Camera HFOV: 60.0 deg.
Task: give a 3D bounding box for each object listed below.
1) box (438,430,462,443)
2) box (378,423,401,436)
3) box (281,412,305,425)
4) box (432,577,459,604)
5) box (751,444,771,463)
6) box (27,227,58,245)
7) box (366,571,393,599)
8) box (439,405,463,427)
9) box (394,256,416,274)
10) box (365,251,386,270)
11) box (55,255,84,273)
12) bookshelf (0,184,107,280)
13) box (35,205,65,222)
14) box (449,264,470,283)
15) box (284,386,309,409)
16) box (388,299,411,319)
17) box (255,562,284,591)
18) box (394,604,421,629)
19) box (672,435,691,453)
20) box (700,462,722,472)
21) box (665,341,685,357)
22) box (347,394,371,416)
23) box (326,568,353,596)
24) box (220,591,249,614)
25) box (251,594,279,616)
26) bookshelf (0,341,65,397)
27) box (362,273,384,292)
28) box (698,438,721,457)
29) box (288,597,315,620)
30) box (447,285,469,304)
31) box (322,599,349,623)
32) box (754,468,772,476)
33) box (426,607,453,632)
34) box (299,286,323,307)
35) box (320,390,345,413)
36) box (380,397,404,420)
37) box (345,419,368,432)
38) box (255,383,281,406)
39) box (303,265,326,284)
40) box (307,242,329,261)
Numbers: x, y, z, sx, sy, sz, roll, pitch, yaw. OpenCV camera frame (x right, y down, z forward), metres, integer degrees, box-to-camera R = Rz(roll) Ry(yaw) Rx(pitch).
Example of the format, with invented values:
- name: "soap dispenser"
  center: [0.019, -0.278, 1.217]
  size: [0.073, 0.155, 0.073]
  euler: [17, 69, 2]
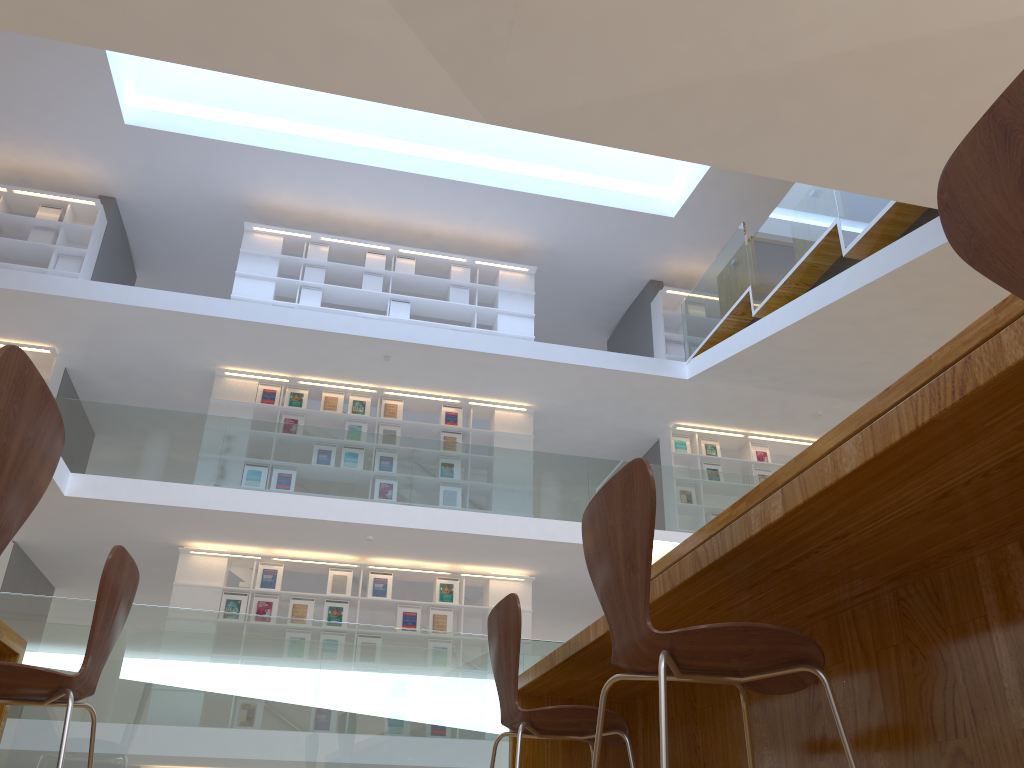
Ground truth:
- name: "box"
  center: [-0.719, 0.713, 10.280]
  size: [0.245, 0.296, 0.274]
  euler: [7, -28, -11]
- name: "box"
  center: [-1.410, 0.625, 10.143]
  size: [0.245, 0.296, 0.274]
  euler: [7, -28, -11]
- name: "box"
  center: [-2.465, 0.497, 9.944]
  size: [0.245, 0.296, 0.274]
  euler: [7, -28, -11]
- name: "box"
  center: [-0.705, 2.236, 9.486]
  size: [0.245, 0.296, 0.274]
  euler: [7, -28, -11]
- name: "box"
  center: [3.120, 0.936, 11.252]
  size: [0.245, 0.296, 0.274]
  euler: [7, -28, -11]
- name: "box"
  center: [-5.471, -1.647, 10.327]
  size: [0.245, 0.296, 0.274]
  euler: [7, -28, -11]
- name: "box"
  center: [-1.397, 2.148, 9.348]
  size: [0.245, 0.296, 0.274]
  euler: [7, -28, -11]
- name: "box"
  center: [-0.720, 0.421, 10.433]
  size: [0.245, 0.296, 0.274]
  euler: [7, -28, -11]
- name: "box"
  center: [-1.363, -1.446, 11.240]
  size: [0.245, 0.296, 0.274]
  euler: [7, -28, -11]
- name: "box"
  center: [-1.726, -1.492, 11.168]
  size: [0.245, 0.296, 0.274]
  euler: [7, -28, -11]
- name: "box"
  center: [-5.111, -1.310, 10.246]
  size: [0.245, 0.296, 0.274]
  euler: [7, -28, -11]
- name: "bookshelf"
  center: [-6.361, -1.488, 9.928]
  size: [2.984, 1.836, 0.498]
  euler: [7, -28, -11]
- name: "box"
  center: [-5.463, -1.936, 10.481]
  size: [0.245, 0.296, 0.274]
  euler: [7, -28, -11]
- name: "box"
  center: [-0.673, -1.355, 11.376]
  size: [0.245, 0.296, 0.274]
  euler: [7, -28, -11]
- name: "box"
  center: [-2.456, 0.201, 10.087]
  size: [0.245, 0.296, 0.274]
  euler: [7, -28, -11]
- name: "box"
  center: [-1.390, -0.867, 10.929]
  size: [0.245, 0.296, 0.274]
  euler: [7, -28, -11]
- name: "box"
  center: [-2.495, 2.009, 9.130]
  size: [0.245, 0.296, 0.274]
  euler: [7, -28, -11]
- name: "box"
  center: [-1.089, 2.477, 9.258]
  size: [0.245, 0.296, 0.274]
  euler: [7, -28, -11]
- name: "box"
  center: [2.072, 0.806, 11.045]
  size: [0.245, 0.296, 0.274]
  euler: [7, -28, -11]
- name: "box"
  center: [2.454, 1.144, 10.969]
  size: [0.245, 0.296, 0.274]
  euler: [7, -28, -11]
- name: "box"
  center: [2.121, -0.392, 11.685]
  size: [0.245, 0.296, 0.274]
  euler: [7, -28, -11]
- name: "box"
  center: [-1.764, 0.289, 10.225]
  size: [0.245, 0.296, 0.274]
  euler: [7, -28, -11]
- name: "box"
  center: [-1.803, 2.097, 9.267]
  size: [0.245, 0.296, 0.274]
  euler: [7, -28, -11]
- name: "box"
  center: [-2.797, 2.261, 8.917]
  size: [0.245, 0.296, 0.274]
  euler: [7, -28, -11]
- name: "box"
  center: [-2.504, 2.306, 8.986]
  size: [0.245, 0.296, 0.274]
  euler: [7, -28, -11]
- name: "bookshelf"
  center: [-6.399, 0.292, 8.985]
  size: [2.984, 1.836, 0.498]
  euler: [7, -28, -11]
- name: "box"
  center: [-1.739, -1.202, 11.012]
  size: [0.245, 0.296, 0.274]
  euler: [7, -28, -11]
- name: "box"
  center: [2.459, 0.855, 11.122]
  size: [0.245, 0.296, 0.274]
  euler: [7, -28, -11]
- name: "box"
  center: [-2.152, 2.344, 9.045]
  size: [0.245, 0.296, 0.274]
  euler: [7, -28, -11]
- name: "box"
  center: [-0.681, -1.068, 11.223]
  size: [0.245, 0.296, 0.274]
  euler: [7, -28, -11]
- name: "box"
  center: [-1.816, 2.387, 9.112]
  size: [0.245, 0.296, 0.274]
  euler: [7, -28, -11]
- name: "box"
  center: [3.117, 1.229, 11.100]
  size: [0.245, 0.296, 0.274]
  euler: [7, -28, -11]
- name: "box"
  center: [-0.758, 2.521, 9.322]
  size: [0.245, 0.296, 0.274]
  euler: [7, -28, -11]
- name: "box"
  center: [-2.434, -0.999, 10.721]
  size: [0.245, 0.296, 0.274]
  euler: [7, -28, -11]
- name: "box"
  center: [-2.064, 0.250, 10.165]
  size: [0.245, 0.296, 0.274]
  euler: [7, -28, -11]
- name: "box"
  center: [-1.401, 0.334, 10.297]
  size: [0.245, 0.296, 0.274]
  euler: [7, -28, -11]
- name: "box"
  center: [-1.777, 0.578, 10.070]
  size: [0.245, 0.296, 0.274]
  euler: [7, -28, -11]
- name: "box"
  center: [-2.755, 0.165, 10.027]
  size: [0.245, 0.296, 0.274]
  euler: [7, -28, -11]
- name: "box"
  center: [-2.427, -1.283, 10.887]
  size: [0.245, 0.296, 0.274]
  euler: [7, -28, -11]
- name: "box"
  center: [-2.417, -1.580, 11.030]
  size: [0.245, 0.296, 0.274]
  euler: [7, -28, -11]
